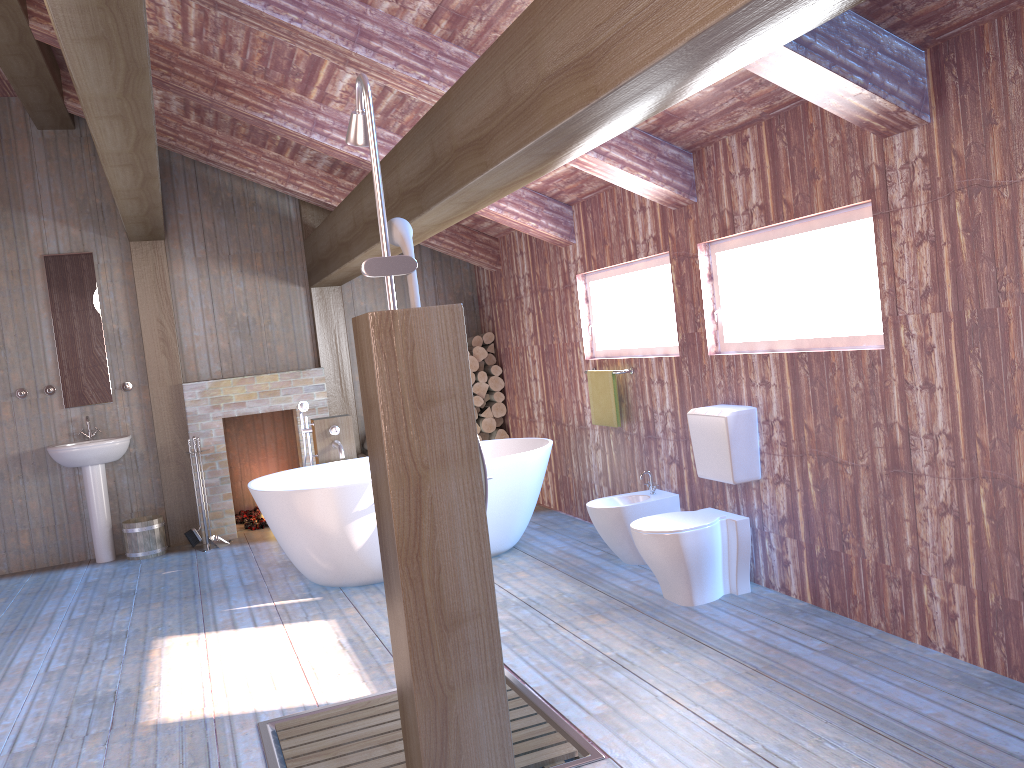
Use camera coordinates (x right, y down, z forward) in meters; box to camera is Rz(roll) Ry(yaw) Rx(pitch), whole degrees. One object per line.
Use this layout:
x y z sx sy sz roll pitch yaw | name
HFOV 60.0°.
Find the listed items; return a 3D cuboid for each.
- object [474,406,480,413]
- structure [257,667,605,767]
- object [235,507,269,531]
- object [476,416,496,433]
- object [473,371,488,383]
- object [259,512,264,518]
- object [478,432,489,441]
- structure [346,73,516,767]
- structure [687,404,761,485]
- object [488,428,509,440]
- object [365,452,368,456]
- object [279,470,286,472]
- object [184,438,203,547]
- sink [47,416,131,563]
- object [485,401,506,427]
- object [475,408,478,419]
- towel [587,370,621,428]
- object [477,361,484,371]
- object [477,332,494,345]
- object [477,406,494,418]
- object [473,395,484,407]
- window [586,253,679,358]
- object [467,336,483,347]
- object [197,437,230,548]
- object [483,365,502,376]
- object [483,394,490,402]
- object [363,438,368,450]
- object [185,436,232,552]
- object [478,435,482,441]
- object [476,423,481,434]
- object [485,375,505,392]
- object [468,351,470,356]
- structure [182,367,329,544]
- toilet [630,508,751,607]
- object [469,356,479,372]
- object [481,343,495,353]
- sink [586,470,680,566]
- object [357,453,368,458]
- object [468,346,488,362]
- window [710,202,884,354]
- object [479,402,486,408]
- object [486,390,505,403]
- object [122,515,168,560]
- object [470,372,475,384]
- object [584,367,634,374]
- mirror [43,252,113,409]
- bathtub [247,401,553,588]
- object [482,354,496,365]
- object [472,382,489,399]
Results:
-0.342 0.221 7.840 0.065 0.069 0.177 -8 3 -21 | object
-0.338 1.279 3.132 1.000 0.067 1.000 -8 3 -21 | structure
-2.137 1.177 8.065 0.829 0.085 0.935 -9 4 -38 | object
-0.280 0.357 7.887 0.137 0.133 0.437 -8 3 -22 | object
-0.327 -0.064 7.856 0.089 0.106 0.437 -7 3 -19 | object
-2.156 1.066 7.892 0.221 0.306 0.121 -6 3 7 | object
-0.310 0.474 7.975 0.118 0.106 0.319 -8 3 -23 | object
-0.252 0.176 2.574 0.328 2.209 0.522 -6 3 0 | structure
1.059 0.297 4.433 0.182 0.363 0.358 -7 3 -20 | structure
-0.176 0.459 7.941 0.139 0.137 0.455 -8 3 -22 | object
-1.142 0.645 7.553 0.137 0.133 0.437 -8 3 -22 | object
-2.031 1.004 8.005 0.140 0.459 0.266 -7 3 -3 | object
-2.524 0.851 6.913 0.136 0.846 0.062 -9 4 -39 | object
-3.201 0.816 6.821 0.582 1.143 0.475 -8 3 -21 | sink
-0.182 0.273 7.925 0.137 0.256 0.439 -7 3 -20 | object
-0.403 0.256 7.816 0.111 0.118 0.302 -8 3 -21 | object
0.588 0.091 5.695 0.032 0.361 0.370 -7 3 -20 | towel
-0.351 -0.151 7.955 0.132 0.119 0.319 -7 3 -19 | object
-0.251 -0.400 7.922 0.112 0.113 0.271 -8 3 -20 | object
-0.290 0.241 7.874 0.115 0.112 0.423 -7 3 -20 | object
-0.367 0.140 7.842 0.102 0.109 0.438 -7 3 -20 | object
0.767 -0.461 5.513 0.054 0.587 1.255 -7 3 -20 | window
-0.347 -0.363 7.884 0.104 0.121 0.270 -7 3 -19 | object
-2.382 0.846 6.953 0.206 0.871 0.126 -5 3 22 | object
-0.209 -0.124 7.901 0.102 0.109 0.438 -7 3 -20 | object
-0.260 0.114 7.931 0.088 0.092 0.280 -7 3 -19 | object
-1.155 0.515 7.559 0.139 0.137 0.455 -8 3 -22 | object
-2.475 0.852 6.986 0.276 0.888 0.333 -5 3 21 | object
-0.369 0.489 7.815 0.116 0.117 0.289 -8 3 -23 | object
-0.385 0.383 7.813 0.114 0.113 0.301 -8 3 -23 | object
-0.210 -0.010 7.905 0.147 0.152 0.439 -7 3 -20 | object
-0.498 -0.259 7.811 0.135 0.139 0.456 -7 3 -19 | object
-2.070 0.582 7.393 1.130 1.330 0.226 -8 3 -21 | structure
0.859 0.860 4.370 0.534 0.400 0.375 -7 3 -20 | toilet
-0.434 -0.175 7.817 0.141 0.143 0.437 -8 3 -22 | object
-0.243 -0.316 7.942 0.081 0.100 0.281 -8 3 -20 | object
0.689 0.779 5.143 0.515 0.517 0.335 -7 3 -20 | sink
-1.254 0.653 7.568 0.101 0.103 0.242 -7 3 -19 | object
-0.349 -0.264 7.869 0.133 0.142 0.456 -7 3 -19 | object
1.290 -0.443 4.058 0.054 0.587 1.255 -7 3 -20 | window
-0.291 0.178 7.860 0.067 0.069 0.177 -8 3 -20 | object
-0.187 0.107 7.911 0.102 0.109 0.438 -7 3 -20 | object
-2.866 1.199 6.924 0.309 0.290 0.308 -7 3 -10 | object
-0.455 -0.034 7.809 0.143 0.151 0.440 -7 3 -20 | object
0.604 -0.079 5.694 0.091 0.043 0.581 -7 3 -20 | object
-3.400 -0.424 6.957 0.350 1.199 0.009 -8 3 -20 | mirror
-0.680 0.610 5.707 1.935 1.109 1.460 -6 3 2 | bathtub
-0.235 -0.219 7.929 0.107 0.115 0.269 -7 3 -19 | object
-0.354 0.055 7.879 0.172 0.151 0.482 -7 3 -19 | object
